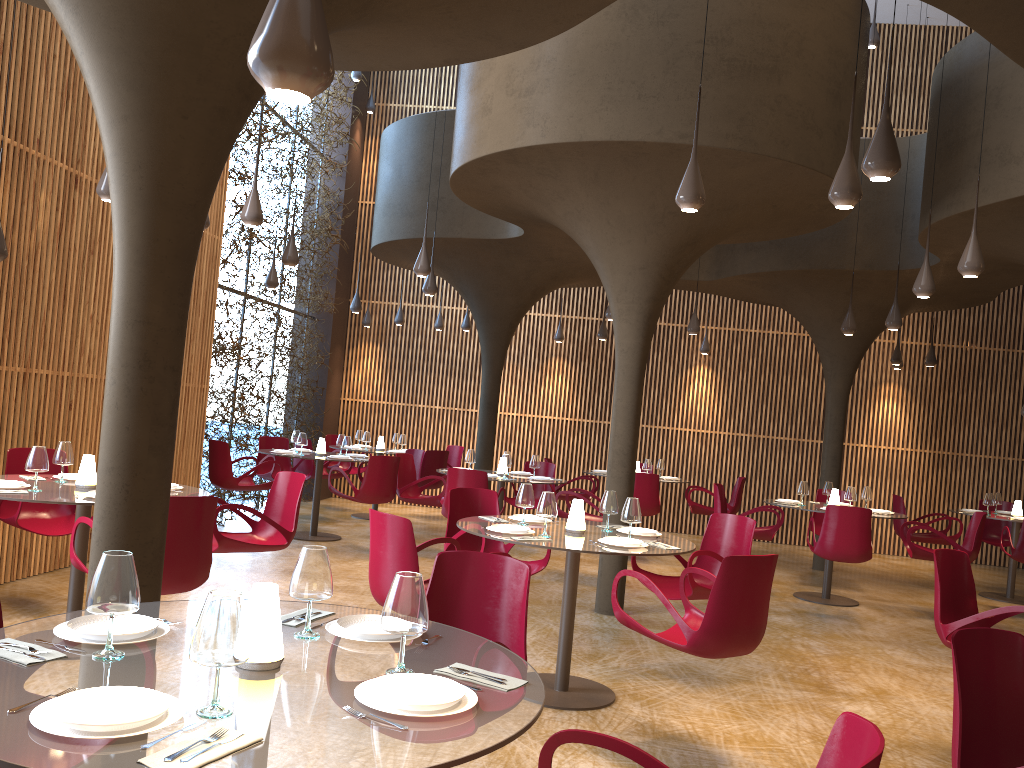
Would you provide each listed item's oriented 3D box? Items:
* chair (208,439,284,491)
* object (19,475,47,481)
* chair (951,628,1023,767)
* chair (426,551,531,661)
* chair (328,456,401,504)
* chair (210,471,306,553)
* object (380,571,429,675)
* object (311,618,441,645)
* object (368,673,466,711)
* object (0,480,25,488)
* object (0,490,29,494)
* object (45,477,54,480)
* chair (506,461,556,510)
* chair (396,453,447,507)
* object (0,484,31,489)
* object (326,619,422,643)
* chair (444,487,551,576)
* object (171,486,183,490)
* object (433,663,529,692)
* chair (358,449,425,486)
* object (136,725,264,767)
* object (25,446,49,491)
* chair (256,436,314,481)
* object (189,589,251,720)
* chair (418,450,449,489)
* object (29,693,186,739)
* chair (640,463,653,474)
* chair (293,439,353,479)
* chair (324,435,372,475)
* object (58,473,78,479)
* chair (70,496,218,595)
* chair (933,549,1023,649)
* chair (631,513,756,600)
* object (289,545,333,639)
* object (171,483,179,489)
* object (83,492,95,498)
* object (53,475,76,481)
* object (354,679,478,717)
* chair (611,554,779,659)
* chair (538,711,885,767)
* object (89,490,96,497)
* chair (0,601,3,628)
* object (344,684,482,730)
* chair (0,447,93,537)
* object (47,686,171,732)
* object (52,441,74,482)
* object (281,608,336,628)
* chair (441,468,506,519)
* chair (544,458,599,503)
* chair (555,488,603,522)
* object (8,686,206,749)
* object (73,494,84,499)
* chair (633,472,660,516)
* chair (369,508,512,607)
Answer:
[{"bbox_3d":[-3.458,1.045,11.325,0.624,0.636,0.874,4,-2,42],"label":"chair"},{"bbox_3d":[-3.541,0.695,6.549,0.126,0.017,0.261,7,-3,-42],"label":"object"},{"bbox_3d":[1.909,1.240,2.955,0.625,0.636,0.872,6,-2,-30],"label":"chair"},{"bbox_3d":[-0.271,1.069,3.668,0.624,0.636,0.873,5,-1,20],"label":"chair"},{"bbox_3d":[-1.828,1.187,11.208,0.626,0.636,0.872,6,-2,-43],"label":"chair"},{"bbox_3d":[-2.112,1.021,7.100,0.874,0.636,0.624,6,-2,-43],"label":"chair"},{"bbox_3d":[-0.316,0.705,2.605,0.142,0.295,0.142,5,-1,18],"label":"object"},{"bbox_3d":[-0.465,0.845,3.030,0.410,0.012,0.204,5,-2,16],"label":"object"},{"bbox_3d":[-0.256,0.831,2.382,0.263,0.029,0.263,3,-3,43],"label":"object"},{"bbox_3d":[-3.404,0.669,5.924,0.263,0.029,0.263,3,-3,44],"label":"object"},{"bbox_3d":[-3.240,0.692,5.670,0.262,0.017,0.126,7,-2,-37],"label":"object"},{"bbox_3d":[-3.303,0.717,6.742,0.204,0.012,0.411,3,-3,44],"label":"object"},{"bbox_3d":[0.285,1.418,12.427,0.624,0.636,0.873,5,-1,17],"label":"chair"},{"bbox_3d":[-1.122,1.263,11.595,0.872,0.636,0.626,5,-1,22],"label":"chair"},{"bbox_3d":[-3.404,0.679,5.924,0.332,0.014,0.332,5,-2,-1],"label":"object"},{"bbox_3d":[-0.469,0.843,3.031,0.332,0.014,0.332,5,-2,-2],"label":"object"},{"bbox_3d":[-0.168,1.195,7.072,0.625,0.636,0.872,6,-2,-30],"label":"chair"},{"bbox_3d":[-2.634,0.772,6.629,0.331,0.014,0.332,4,-2,32],"label":"object"},{"bbox_3d":[-0.092,0.871,2.634,0.261,0.017,0.126,4,-2,30],"label":"object"},{"bbox_3d":[-1.708,1.255,12.892,0.874,0.636,0.624,6,-2,-43],"label":"chair"},{"bbox_3d":[-0.671,0.795,1.922,0.126,0.017,0.262,4,-2,25],"label":"object"},{"bbox_3d":[-3.161,0.562,5.901,0.142,0.295,0.142,5,-1,8],"label":"object"},{"bbox_3d":[-3.341,1.108,12.877,0.626,0.636,0.872,6,-2,-38],"label":"chair"},{"bbox_3d":[-0.710,0.655,2.156,0.142,0.295,0.142,5,-1,24],"label":"object"},{"bbox_3d":[-1.403,1.315,13.830,0.626,0.636,0.872,6,-2,-43],"label":"chair"},{"bbox_3d":[-0.936,0.769,2.064,0.331,0.014,0.332,5,-2,12],"label":"object"},{"bbox_3d":[2.153,1.676,15.055,0.625,0.636,0.873,5,-1,7],"label":"chair"},{"bbox_3d":[-3.032,1.172,13.947,0.624,0.636,0.874,4,-2,42],"label":"chair"},{"bbox_3d":[-2.916,1.236,15.499,0.626,0.636,0.872,6,-2,-38],"label":"chair"},{"bbox_3d":[-3.305,0.706,6.739,0.263,0.029,0.263,5,-2,9],"label":"object"},{"bbox_3d":[-2.228,0.955,5.464,0.872,0.636,0.626,4,-2,42],"label":"chair"},{"bbox_3d":[3.127,1.441,5.642,0.626,0.636,0.872,6,-2,-38],"label":"chair"},{"bbox_3d":[1.452,1.333,6.863,0.874,0.636,0.624,6,-2,-35],"label":"chair"},{"bbox_3d":[-0.664,0.685,2.925,0.142,0.295,0.142,5,-1,-3],"label":"object"},{"bbox_3d":[-2.633,0.762,6.629,0.263,0.029,0.263,4,-2,25],"label":"object"},{"bbox_3d":[-2.665,0.744,5.878,0.332,0.014,0.332,5,-2,4],"label":"object"},{"bbox_3d":[-3.306,0.715,6.739,0.332,0.014,0.331,6,-2,-20],"label":"object"},{"bbox_3d":[-0.257,0.840,2.382,0.332,0.014,0.331,6,-2,-21],"label":"object"},{"bbox_3d":[1.104,1.245,5.212,0.626,0.636,0.872,6,-2,-35],"label":"chair"},{"bbox_3d":[0.392,1.076,2.117,0.872,0.636,0.625,5,-1,19],"label":"chair"},{"bbox_3d":[-2.664,0.734,5.878,0.263,0.029,0.263,5,-2,1],"label":"object"},{"bbox_3d":[-1.715,0.913,2.902,0.872,0.636,0.626,4,-1,24],"label":"chair"},{"bbox_3d":[-0.259,0.841,2.377,0.204,0.012,0.411,4,-2,26],"label":"object"},{"bbox_3d":[-3.789,0.875,7.223,0.626,0.636,0.872,6,-2,-43],"label":"chair"},{"bbox_3d":[-0.935,0.759,2.064,0.263,0.029,0.263,6,-2,-23],"label":"object"},{"bbox_3d":[-3.294,0.571,6.507,0.142,0.295,0.142,5,-1,24],"label":"object"},{"bbox_3d":[-0.746,0.830,3.153,0.126,0.017,0.262,4,-2,20],"label":"object"},{"bbox_3d":[-0.449,1.276,10.191,0.624,0.636,0.873,5,-1,12],"label":"chair"},{"bbox_3d":[0.912,1.528,13.990,0.872,0.636,0.625,5,-1,12],"label":"chair"},{"bbox_3d":[1.020,1.432,10.908,0.872,0.636,0.625,5,-1,17],"label":"chair"},{"bbox_3d":[-0.941,0.769,2.065,0.410,0.012,0.204,4,-2,20],"label":"object"},{"bbox_3d":[-2.668,0.745,5.874,0.411,0.012,0.204,7,-3,-42],"label":"object"},{"bbox_3d":[1.817,1.566,12.725,0.625,0.636,0.873,5,-1,2],"label":"chair"},{"bbox_3d":[-0.494,1.113,5.550,0.874,0.636,0.624,6,-2,-40],"label":"chair"}]
